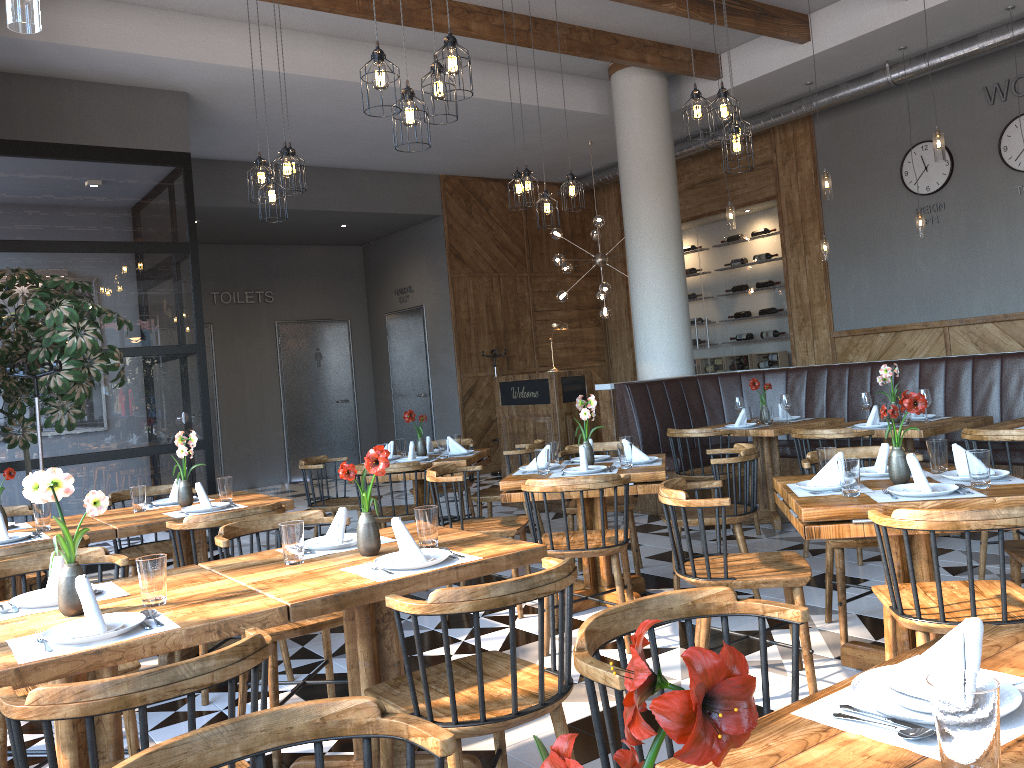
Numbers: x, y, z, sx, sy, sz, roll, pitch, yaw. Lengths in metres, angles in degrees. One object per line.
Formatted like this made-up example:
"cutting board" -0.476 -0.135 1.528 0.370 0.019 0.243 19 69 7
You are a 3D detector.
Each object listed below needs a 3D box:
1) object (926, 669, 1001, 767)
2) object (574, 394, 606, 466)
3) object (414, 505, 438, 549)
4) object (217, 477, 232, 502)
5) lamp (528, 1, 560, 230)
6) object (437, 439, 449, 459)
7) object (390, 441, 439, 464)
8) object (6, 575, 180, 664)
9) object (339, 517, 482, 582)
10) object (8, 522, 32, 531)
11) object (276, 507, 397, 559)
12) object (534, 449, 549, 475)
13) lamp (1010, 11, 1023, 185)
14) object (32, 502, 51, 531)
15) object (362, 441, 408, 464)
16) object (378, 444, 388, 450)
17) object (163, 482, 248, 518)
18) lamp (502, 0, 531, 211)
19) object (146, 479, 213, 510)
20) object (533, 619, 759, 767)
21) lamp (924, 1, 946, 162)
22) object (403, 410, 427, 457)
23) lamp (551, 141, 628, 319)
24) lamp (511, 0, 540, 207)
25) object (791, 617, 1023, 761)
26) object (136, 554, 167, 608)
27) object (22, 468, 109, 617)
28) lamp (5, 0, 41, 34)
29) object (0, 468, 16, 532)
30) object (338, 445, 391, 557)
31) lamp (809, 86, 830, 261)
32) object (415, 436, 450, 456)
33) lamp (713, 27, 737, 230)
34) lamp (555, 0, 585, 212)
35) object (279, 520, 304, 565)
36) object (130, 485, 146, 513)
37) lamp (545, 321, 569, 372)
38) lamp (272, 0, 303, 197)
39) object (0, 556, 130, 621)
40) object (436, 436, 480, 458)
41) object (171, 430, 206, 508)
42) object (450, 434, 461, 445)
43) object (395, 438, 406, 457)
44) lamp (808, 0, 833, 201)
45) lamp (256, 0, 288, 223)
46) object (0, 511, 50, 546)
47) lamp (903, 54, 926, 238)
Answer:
"object" 0.550 0.424 1.068 0.080 0.132 0.080 -6 -1 40
"object" 0.429 0.257 4.934 0.146 0.400 0.206 -4 -1 -24
"object" -0.281 0.475 2.942 0.080 0.132 0.080 -6 -1 40
"object" -1.524 0.564 4.713 0.080 0.132 0.080 -6 -1 40
"lamp" 0.208 -2.292 7.168 0.175 2.073 0.175 -5 -2 8
"object" -0.479 0.456 6.210 0.080 0.132 0.080 -5 -1 -20
"object" -0.706 0.474 6.200 0.351 0.137 0.272 -5 0 10
"object" -1.038 0.547 2.183 0.352 0.137 0.271 -5 0 -35
"object" -0.313 0.478 2.696 0.352 0.137 0.271 -5 0 -35
"object" -2.586 0.657 4.379 0.352 0.137 0.271 -5 0 -35
"object" -0.623 0.501 3.127 0.352 0.137 0.271 -5 0 -35
"object" 0.164 0.417 4.740 0.080 0.132 0.080 -5 -1 -20
"lamp" 4.338 -2.489 7.578 0.078 1.966 0.078 -5 -2 0
"object" -2.232 0.631 4.213 0.080 0.132 0.080 -5 -1 -20
"object" -0.928 0.490 6.504 0.272 0.137 0.352 -5 0 10
"object" -0.914 0.493 6.278 0.080 0.132 0.080 -6 -1 30
"object" -1.551 0.567 4.460 0.352 0.137 0.271 -5 0 -35
"lamp" -0.021 -2.447 7.172 0.175 2.073 0.175 -5 -2 -3
"object" -1.862 0.589 4.892 0.352 0.137 0.271 -5 0 -35
"object" 0.105 0.356 0.622 0.171 0.355 0.156 -5 -1 -12
"lamp" 3.142 -2.657 6.702 0.078 1.966 0.078 -5 -2 0
"object" -0.705 0.361 6.479 0.171 0.355 0.156 -5 -1 12
"lamp" 1.054 -1.889 10.866 1.185 2.195 1.161 -5 -1 16
"lamp" 0.057 -2.512 7.365 0.175 2.073 0.175 -5 -2 8
"object" 0.635 0.411 1.334 0.352 0.137 0.271 -5 0 -35
"object" -0.989 0.543 2.441 0.080 0.132 0.080 -5 -1 0
"object" -1.216 0.428 2.433 0.207 0.400 0.146 -4 -2 -31
"lamp" -1.349 -1.902 2.328 0.078 1.966 0.078 -4 -2 -28
"object" -2.454 0.539 4.200 0.170 0.355 0.156 -6 -2 31
"object" -0.453 0.379 2.868 0.170 0.355 0.156 -6 -2 34
"lamp" 3.182 -2.263 9.238 0.078 1.966 0.078 -5 -2 -3
"object" -0.620 0.460 6.726 0.351 0.137 0.272 -5 0 10
"lamp" 1.986 -2.431 8.362 0.078 1.966 0.078 -5 -2 -3
"lamp" 0.413 -2.441 7.217 0.175 2.073 0.174 -4 -2 -25
"object" -0.707 0.513 2.860 0.080 0.132 0.080 -6 -1 40
"object" -1.950 0.602 4.631 0.080 0.132 0.080 -6 -1 40
"lamp" 0.439 -0.225 8.468 0.170 0.757 0.445 -6 -2 30
"lamp" -1.524 -2.256 5.732 0.174 2.073 0.175 -6 -2 34
"object" -1.348 0.569 2.615 0.352 0.137 0.271 -5 0 -35
"object" -0.399 0.445 6.421 0.272 0.137 0.352 -5 0 10
"object" -1.715 0.446 4.693 0.146 0.400 0.206 -4 -2 -43
"object" -0.416 0.446 6.646 0.080 0.132 0.080 -5 -1 -10
"object" -0.841 0.482 6.706 0.080 0.132 0.080 -5 -1 -10
"lamp" 2.583 -2.532 7.506 0.078 1.966 0.078 -7 -2 41
"lamp" -1.663 -2.115 5.890 0.175 2.073 0.174 -4 -2 -23
"object" -2.276 0.635 3.948 0.352 0.137 0.271 -5 0 -35
"lamp" 3.779 -2.364 8.382 0.078 1.966 0.078 -7 -2 41
